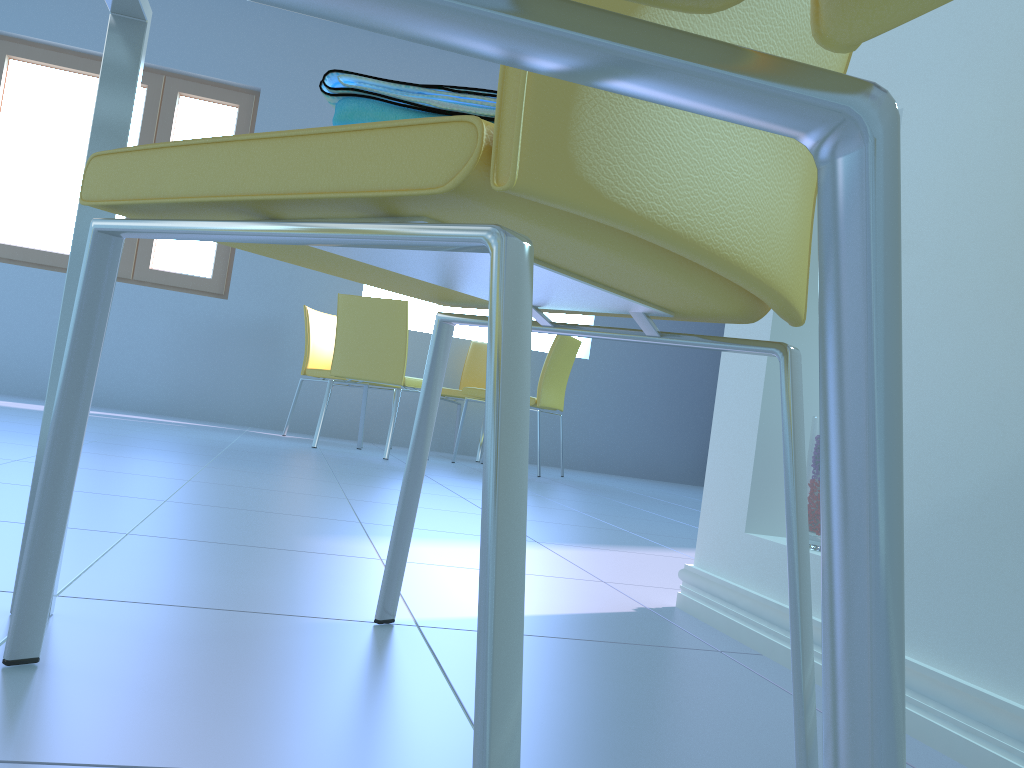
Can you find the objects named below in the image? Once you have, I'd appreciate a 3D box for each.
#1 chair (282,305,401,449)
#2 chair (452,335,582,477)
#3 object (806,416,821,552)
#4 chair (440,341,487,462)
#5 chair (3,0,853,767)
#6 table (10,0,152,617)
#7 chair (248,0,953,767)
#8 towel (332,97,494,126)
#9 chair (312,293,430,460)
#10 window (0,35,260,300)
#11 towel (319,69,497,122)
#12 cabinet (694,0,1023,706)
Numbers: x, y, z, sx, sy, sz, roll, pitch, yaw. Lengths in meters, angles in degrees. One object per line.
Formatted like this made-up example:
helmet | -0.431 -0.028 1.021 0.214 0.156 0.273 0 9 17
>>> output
chair | -0.895 -0.034 4.781 0.484 0.695 0.387 7 -3 17
chair | 0.044 0.086 4.452 0.484 0.699 0.387 7 -3 22
object | 0.400 -0.013 1.058 0.067 0.423 0.229 7 -3 17
chair | -0.215 0.078 5.116 0.387 0.695 0.484 7 -3 22
chair | -0.015 -0.103 0.651 0.484 0.695 0.387 6 -3 40
table | -0.542 -0.143 0.157 0.730 0.590 1.173 9 -3 -14
chair | -0.036 -0.135 0.021 0.484 0.695 0.387 9 -3 -11
towel | -0.023 -0.163 0.659 0.195 0.027 0.192 8 -3 7
chair | -0.602 -0.024 4.111 0.387 0.695 0.484 7 -3 17
window | -2.289 -1.222 5.075 1.475 1.263 0.142 9 -3 -14
towel | -0.020 -0.179 0.656 0.195 0.033 0.190 8 -3 12
cabinet | 1.581 0.078 0.668 2.200 0.800 2.139 9 -3 -14
